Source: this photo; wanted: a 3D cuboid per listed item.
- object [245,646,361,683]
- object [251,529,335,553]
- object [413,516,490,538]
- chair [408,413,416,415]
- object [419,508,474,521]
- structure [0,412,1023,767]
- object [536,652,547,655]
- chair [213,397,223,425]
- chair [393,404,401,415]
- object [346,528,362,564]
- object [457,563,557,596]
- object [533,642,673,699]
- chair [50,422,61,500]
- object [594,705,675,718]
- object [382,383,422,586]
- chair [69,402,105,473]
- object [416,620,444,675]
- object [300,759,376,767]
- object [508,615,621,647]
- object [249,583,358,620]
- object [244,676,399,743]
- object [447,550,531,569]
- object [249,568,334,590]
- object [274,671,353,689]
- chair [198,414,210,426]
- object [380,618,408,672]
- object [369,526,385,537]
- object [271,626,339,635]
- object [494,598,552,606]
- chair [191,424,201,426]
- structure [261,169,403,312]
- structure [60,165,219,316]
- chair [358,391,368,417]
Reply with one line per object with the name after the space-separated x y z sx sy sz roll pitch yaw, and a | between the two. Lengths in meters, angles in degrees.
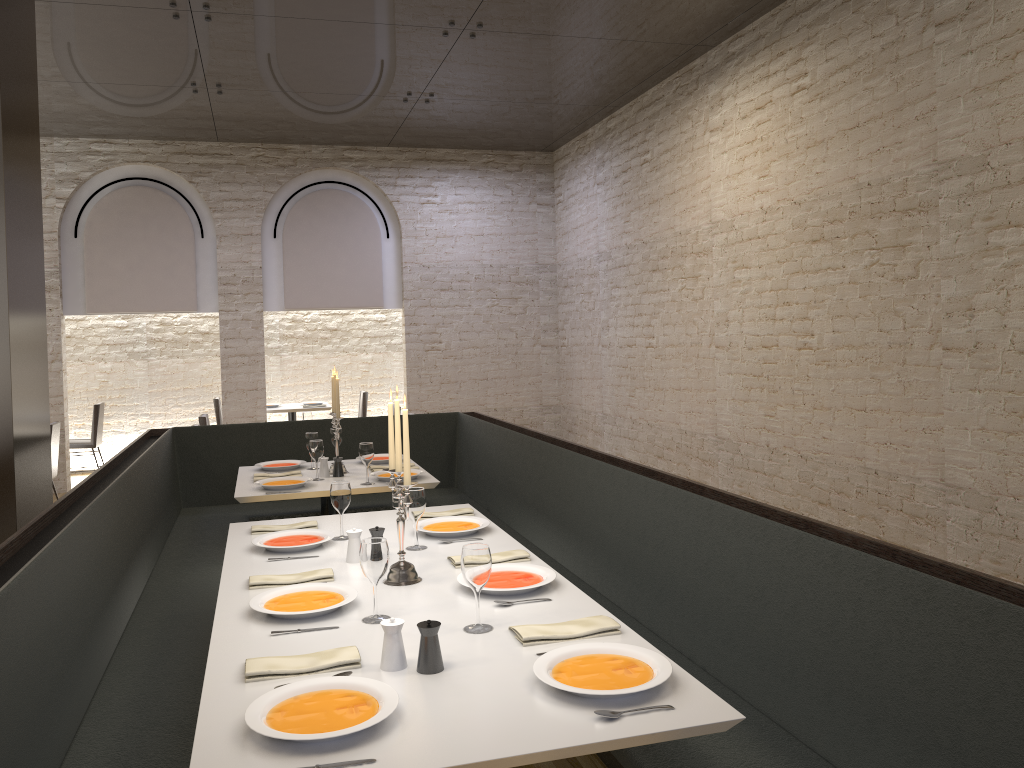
-0.521 0.692 2.206 0.273 0.033 0.143 -3 3 -16 | object
-0.860 0.624 3.495 0.322 0.036 0.322 -3 3 -20 | object
-0.250 0.597 3.667 0.322 0.036 0.322 -3 3 -20 | object
-1.065 0.727 7.612 0.566 0.905 0.412 -2 1 -16 | chair
-0.320 0.587 4.013 0.273 0.033 0.143 -3 3 -16 | object
0.068 0.987 1.400 2.372 1.000 10.756 -2 3 -16 | structure
0.151 0.673 2.249 0.185 0.010 0.017 -3 3 -16 | object
-3.375 0.613 10.933 0.566 0.905 0.412 -2 1 -16 | chair
-1.376 0.676 8.704 0.566 0.905 0.412 -2 1 -16 | chair
-0.573 0.588 3.228 0.069 0.126 0.069 -2 1 -22 | object
-0.017 0.635 2.849 0.321 0.036 0.322 -1 3 4 | object
0.210 0.672 2.053 0.322 0.036 0.322 -4 4 -40 | object
-4.307 0.812 7.822 0.566 0.905 0.412 -2 1 -16 | chair
0.259 0.688 1.868 0.181 0.015 0.038 -3 3 -14 | object
-0.374 0.327 2.944 0.131 0.656 0.390 -2 1 -5 | object
-5.109 0.691 10.439 0.566 0.905 0.412 -2 1 -16 | chair
-0.200 0.636 2.152 0.069 0.126 0.069 -1 1 16 | object
-0.349 0.720 1.671 0.185 0.010 0.017 -3 3 -16 | object
0.141 0.662 2.394 0.273 0.033 0.143 -3 3 -16 | object
-0.628 0.662 2.677 0.321 0.036 0.322 -1 3 4 | object
-0.401 0.699 1.882 0.321 0.036 0.322 -3 3 -18 | object
-0.085 0.625 3.186 0.273 0.033 0.143 -3 3 -16 | object
-0.746 0.655 2.998 0.273 0.033 0.143 -3 3 -16 | object
-0.467 0.698 2.086 0.181 0.015 0.038 -3 3 -14 | object
-2.637 0.733 8.345 0.566 0.905 0.412 -2 1 -16 | chair
-0.292 0.637 2.178 0.069 0.126 0.069 -2 1 7 | object
-0.493 0.585 3.248 0.069 0.126 0.069 -2 1 -22 | object
-0.575 0.683 2.463 0.185 0.010 0.017 -3 3 -16 | object
0.034 0.651 2.660 0.181 0.015 0.038 -3 3 -14 | object
-2.326 0.784 7.253 0.566 0.905 0.412 -2 1 -16 | chair
-2.140 -1.717 10.544 1.634 1.674 0.098 -2 1 -16 | structure
-4.178 -1.625 9.964 1.634 1.674 0.098 -2 1 -16 | structure
-2.114 0.556 11.292 0.566 0.905 0.412 -2 1 -16 | chair
